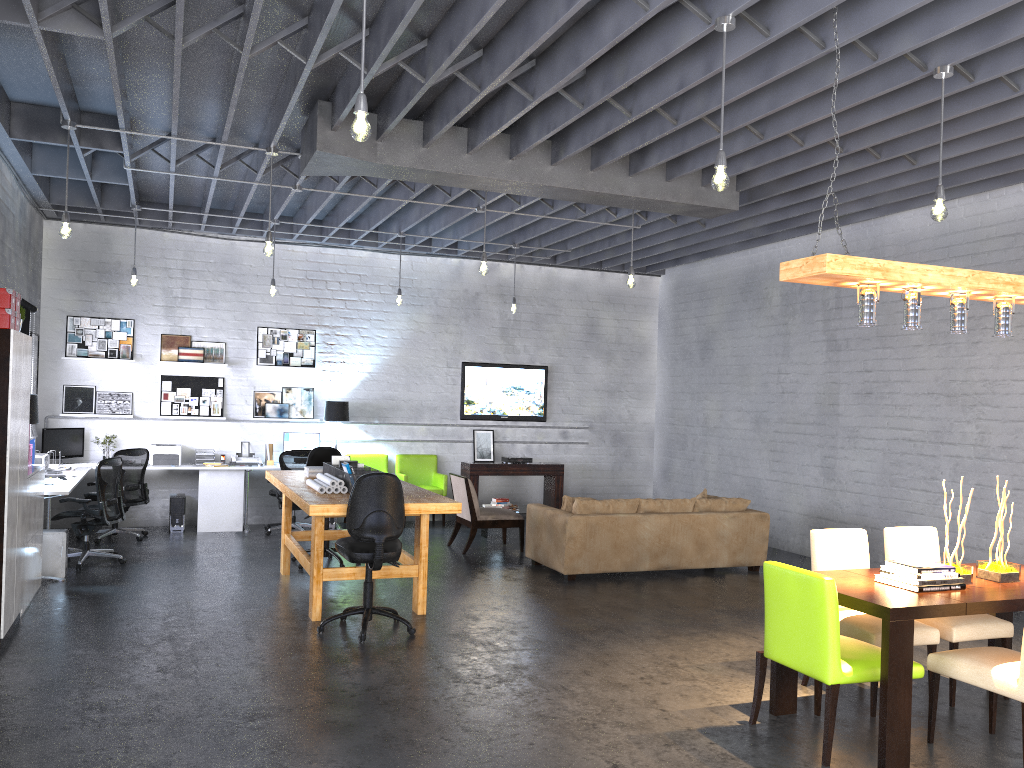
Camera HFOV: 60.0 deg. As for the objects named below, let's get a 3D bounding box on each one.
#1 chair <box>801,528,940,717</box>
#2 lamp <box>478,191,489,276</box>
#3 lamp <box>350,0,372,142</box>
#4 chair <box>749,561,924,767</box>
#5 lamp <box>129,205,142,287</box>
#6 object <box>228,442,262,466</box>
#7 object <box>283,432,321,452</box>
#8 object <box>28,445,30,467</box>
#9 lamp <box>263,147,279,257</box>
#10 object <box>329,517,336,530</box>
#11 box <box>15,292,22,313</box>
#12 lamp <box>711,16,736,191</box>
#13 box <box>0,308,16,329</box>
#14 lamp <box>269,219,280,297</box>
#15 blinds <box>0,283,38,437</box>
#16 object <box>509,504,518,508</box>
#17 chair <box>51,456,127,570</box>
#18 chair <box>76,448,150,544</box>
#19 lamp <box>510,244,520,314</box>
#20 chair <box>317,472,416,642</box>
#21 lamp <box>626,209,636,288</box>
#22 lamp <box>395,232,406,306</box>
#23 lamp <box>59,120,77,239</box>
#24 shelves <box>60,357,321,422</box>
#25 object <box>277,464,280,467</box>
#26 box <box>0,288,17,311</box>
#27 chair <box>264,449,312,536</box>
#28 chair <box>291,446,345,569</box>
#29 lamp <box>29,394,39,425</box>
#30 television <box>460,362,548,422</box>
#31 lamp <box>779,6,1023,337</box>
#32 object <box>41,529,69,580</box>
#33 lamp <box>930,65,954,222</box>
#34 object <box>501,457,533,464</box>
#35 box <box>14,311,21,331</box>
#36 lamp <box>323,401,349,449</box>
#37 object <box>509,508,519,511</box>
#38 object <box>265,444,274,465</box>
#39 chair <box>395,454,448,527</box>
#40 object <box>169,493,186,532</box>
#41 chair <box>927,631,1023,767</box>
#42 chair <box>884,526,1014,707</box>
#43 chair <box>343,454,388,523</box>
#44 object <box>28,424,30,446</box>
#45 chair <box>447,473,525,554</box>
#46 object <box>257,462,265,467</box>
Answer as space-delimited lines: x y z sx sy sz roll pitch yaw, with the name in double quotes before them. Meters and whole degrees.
"chair" 2.123 1.382 5.284 0.491 0.959 0.615 2 0 -21
"lamp" -0.240 -1.403 7.887 0.104 0.878 0.104 2 0 -21
"lamp" -0.647 -1.494 3.860 0.104 0.878 0.104 2 0 -3
"chair" 1.664 1.391 4.589 0.609 0.908 0.636 2 0 -21
"lamp" -4.091 -1.494 9.624 0.104 0.878 0.104 2 0 -21
"object" -3.366 0.874 11.170 0.405 0.280 0.399 2 -1 -21
"object" -2.713 0.831 11.420 0.465 0.417 0.212 2 0 -16
"object" -4.062 0.591 7.220 0.214 0.177 0.161 2 -1 -21
"lamp" -1.965 -1.472 7.207 0.104 0.878 0.104 2 0 -21
"object" -2.384 1.629 11.367 0.180 0.411 0.476 2 -1 -21
"box" -3.430 -0.549 5.897 0.268 0.133 0.206 2 -1 -21
"lamp" 1.078 -1.426 4.540 0.104 0.878 0.104 2 0 -3
"box" -3.357 -0.419 5.703 0.270 0.131 0.206 2 -1 -21
"lamp" -2.729 -1.439 10.161 0.104 0.878 0.104 2 0 -21
"blinds" -4.796 -0.043 8.568 0.100 1.632 2.119 2 -1 -21
"object" 0.017 1.597 11.637 0.151 0.040 0.151 2 -1 -4
"chair" -4.084 1.209 8.522 0.753 1.031 0.732 2 0 -18
"chair" -4.456 1.225 9.942 0.753 1.031 0.732 2 0 2
"lamp" 0.033 -1.330 11.250 0.104 0.878 0.104 2 0 22
"chair" -1.060 1.199 6.423 0.659 1.164 0.687 2 0 -23
"lamp" 1.143 -1.348 8.432 0.104 0.878 0.104 2 0 22
"lamp" -1.350 -1.385 10.704 0.104 0.878 0.104 2 0 -21
"lamp" -3.343 -1.527 6.664 0.104 0.878 0.104 2 0 -21
"shelves" -3.926 0.085 11.046 3.024 0.694 0.199 2 0 -22
"object" -2.718 1.019 11.112 0.422 0.028 0.181 2 -1 -26
"box" -3.353 -0.549 5.703 0.270 0.131 0.206 2 -1 -21
"chair" -2.683 1.298 10.806 0.752 1.031 0.732 1 -1 37
"chair" -1.823 1.222 8.880 0.659 1.164 0.687 2 0 -23
"lamp" -4.281 0.500 7.667 0.333 0.832 0.333 2 0 30
"television" -0.102 0.121 12.619 1.324 0.816 0.021 2 0 -22
"lamp" 2.503 -1.206 4.959 2.130 1.841 0.366 2 0 -22
"object" -4.192 1.503 7.824 0.478 0.411 0.200 2 0 -21
"lamp" 2.461 -1.370 5.085 0.104 0.878 0.104 2 0 -1
"object" 0.068 1.075 12.508 0.371 0.082 0.266 2 -1 -21
"box" -3.433 -0.418 5.897 0.270 0.131 0.206 2 -1 -21
"lamp" -2.292 0.639 11.554 0.333 0.832 0.333 2 0 30
"object" 0.027 1.595 11.261 0.137 0.031 0.137 2 -1 4
"object" -3.083 0.895 11.276 0.087 0.259 0.236 2 -1 -21
"chair" -1.236 1.423 11.946 0.611 0.920 0.516 2 0 -21
"object" -4.074 1.564 10.786 0.180 0.411 0.476 2 -1 -21
"chair" 2.479 1.376 4.382 0.491 0.959 0.615 2 0 -21
"chair" 2.670 1.404 5.499 0.491 0.959 0.615 2 0 -21
"chair" -1.882 1.397 11.691 0.611 0.920 0.516 2 0 -21
"object" -4.057 0.414 7.220 0.214 0.177 0.161 2 -1 -21
"chair" -0.296 1.456 10.084 0.725 0.842 0.575 2 0 -21
"object" -3.109 0.993 10.976 0.095 0.050 0.095 1 -1 37
